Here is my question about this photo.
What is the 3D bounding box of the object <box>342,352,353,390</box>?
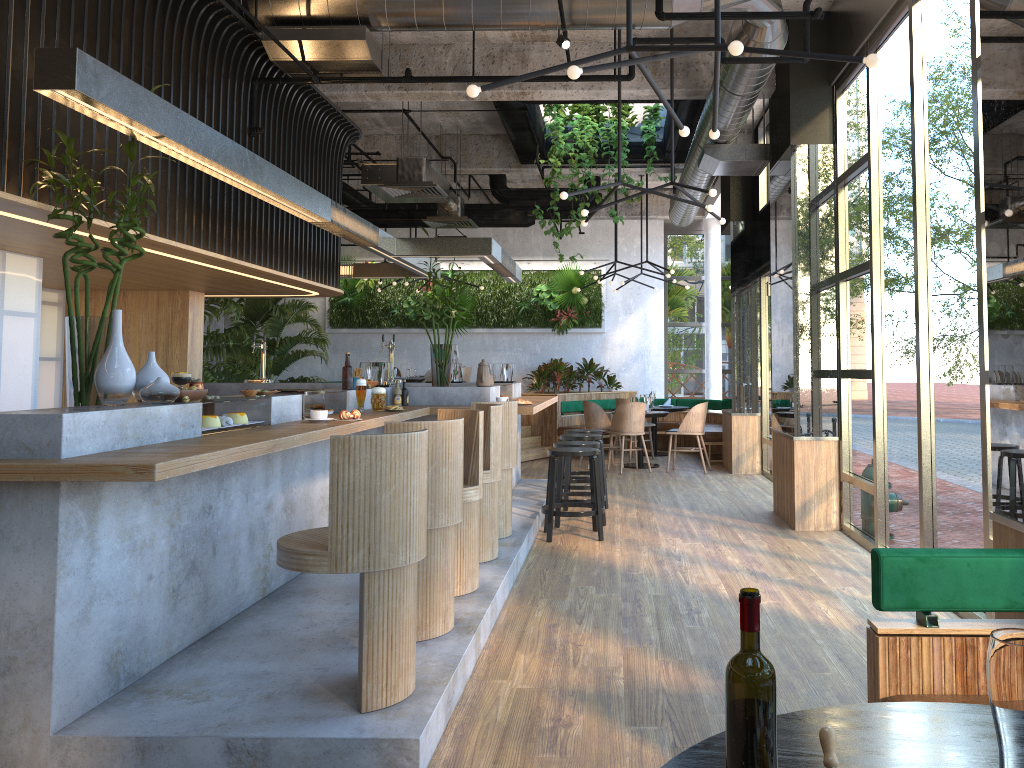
[{"bbox_3d":[-1.201,-0.097,6.485,0.071,0.277,0.078,-3,-4,40],"label":"object"}]

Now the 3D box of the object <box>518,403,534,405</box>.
[{"bbox_3d":[0.077,0.169,7.404,0.196,0.013,0.215,1,1,40],"label":"object"}]

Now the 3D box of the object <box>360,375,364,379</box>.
[{"bbox_3d":[-1.193,-0.024,7.112,0.161,0.107,0.086,0,-2,-40],"label":"object"}]

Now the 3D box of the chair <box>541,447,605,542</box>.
[{"bbox_3d":[0.494,0.879,7.179,0.516,0.698,0.512,0,-2,0],"label":"chair"}]

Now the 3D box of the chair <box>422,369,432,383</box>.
[{"bbox_3d":[-1.095,0.210,12.432,0.476,0.926,0.580,-2,-3,34],"label":"chair"}]

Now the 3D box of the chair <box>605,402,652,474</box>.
[{"bbox_3d":[1.543,0.695,11.751,0.511,0.926,0.540,1,-3,-16],"label":"chair"}]

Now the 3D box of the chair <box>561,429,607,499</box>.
[{"bbox_3d":[0.757,0.841,9.443,0.501,0.698,0.526,-1,-2,18],"label":"chair"}]

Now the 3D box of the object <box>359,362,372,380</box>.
[{"bbox_3d":[-1.217,-0.078,7.383,0.110,0.210,0.100,3,-4,-41],"label":"object"}]

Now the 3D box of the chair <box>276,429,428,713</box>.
[{"bbox_3d":[-0.603,0.662,3.365,0.536,0.972,0.557,0,-3,14],"label":"chair"}]

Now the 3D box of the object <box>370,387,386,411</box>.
[{"bbox_3d":[-0.962,0.107,6.378,0.111,0.172,0.136,0,-2,-2],"label":"object"}]

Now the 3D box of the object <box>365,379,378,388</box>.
[{"bbox_3d":[-1.157,-0.004,6.902,0.188,0.073,0.232,0,1,24],"label":"object"}]

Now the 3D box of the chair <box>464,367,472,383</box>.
[{"bbox_3d":[-0.943,0.169,14.881,0.555,0.926,0.498,0,-3,4],"label":"chair"}]

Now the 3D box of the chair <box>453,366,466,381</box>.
[{"bbox_3d":[-0.989,0.188,13.735,0.572,0.926,0.482,1,-3,-16],"label":"chair"}]

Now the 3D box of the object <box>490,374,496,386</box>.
[{"bbox_3d":[-0.195,-0.039,7.681,0.098,0.120,0.088,0,-2,13],"label":"object"}]

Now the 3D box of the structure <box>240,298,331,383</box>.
[{"bbox_3d":[-3.814,-0.612,14.693,1.902,3.267,1.615,0,-3,2],"label":"structure"}]

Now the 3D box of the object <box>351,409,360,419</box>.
[{"bbox_3d":[-0.926,0.180,5.221,0.061,0.059,0.073,0,-1,-5],"label":"object"}]

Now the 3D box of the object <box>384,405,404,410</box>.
[{"bbox_3d":[-0.842,0.173,6.324,0.092,0.041,0.148,0,1,38],"label":"object"}]

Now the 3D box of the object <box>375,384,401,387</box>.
[{"bbox_3d":[-1.124,0.016,7.498,0.271,0.019,0.439,0,1,5],"label":"object"}]

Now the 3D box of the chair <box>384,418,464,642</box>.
[{"bbox_3d":[-0.508,0.648,4.173,0.565,0.972,0.527,1,-3,-21],"label":"chair"}]

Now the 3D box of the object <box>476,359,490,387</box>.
[{"bbox_3d":[-0.239,-0.093,7.486,0.123,0.235,0.206,2,-2,-27],"label":"object"}]

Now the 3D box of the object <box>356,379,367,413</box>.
[{"bbox_3d":[-1.048,0.081,6.163,0.071,0.233,0.078,-2,-4,37],"label":"object"}]

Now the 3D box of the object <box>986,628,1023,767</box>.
[{"bbox_3d":[0.746,0.473,1.287,0.100,0.210,0.110,-2,-3,39],"label":"object"}]

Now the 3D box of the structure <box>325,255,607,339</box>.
[{"bbox_3d":[-0.834,-1.529,15.479,5.048,1.498,0.809,0,-3,0],"label":"structure"}]

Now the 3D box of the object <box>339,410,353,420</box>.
[{"bbox_3d":[-0.979,0.181,5.208,0.072,0.060,0.126,1,0,-26],"label":"object"}]

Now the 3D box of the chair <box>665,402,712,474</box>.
[{"bbox_3d":[2.327,0.694,11.735,0.542,0.926,0.509,-1,-3,19],"label":"chair"}]

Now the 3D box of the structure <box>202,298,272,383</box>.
[{"bbox_3d":[-4.044,-0.643,10.971,2.049,3.143,2.952,0,-2,16],"label":"structure"}]

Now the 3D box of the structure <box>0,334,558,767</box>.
[{"bbox_3d":[-2.815,0.379,6.407,5.822,1.734,7.144,0,1,4],"label":"structure"}]

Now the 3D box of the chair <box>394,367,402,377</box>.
[{"bbox_3d":[-1.786,0.208,12.587,0.511,0.926,0.540,1,-3,-16],"label":"chair"}]

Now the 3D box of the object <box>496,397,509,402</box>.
[{"bbox_3d":[0.020,0.141,7.272,0.174,0.073,0.435,0,1,40],"label":"object"}]

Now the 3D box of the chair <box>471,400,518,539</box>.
[{"bbox_3d":[-0.237,0.609,6.505,0.572,0.972,0.521,2,-3,-39],"label":"chair"}]

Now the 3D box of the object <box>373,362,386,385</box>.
[{"bbox_3d":[-1.101,-0.078,7.387,0.110,0.210,0.100,3,-4,-41],"label":"object"}]

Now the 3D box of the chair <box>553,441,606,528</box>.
[{"bbox_3d":[0.570,0.868,7.826,0.520,0.698,0.507,0,-2,-5],"label":"chair"}]

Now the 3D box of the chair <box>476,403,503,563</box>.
[{"bbox_3d":[-0.340,0.622,5.736,0.572,0.972,0.521,2,-3,-36],"label":"chair"}]

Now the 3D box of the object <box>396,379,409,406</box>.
[{"bbox_3d":[-0.913,0.071,7.278,0.067,0.215,0.170,-2,-2,30],"label":"object"}]

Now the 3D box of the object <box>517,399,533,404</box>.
[{"bbox_3d":[0.074,0.149,7.412,0.160,0.053,0.155,0,1,-41],"label":"object"}]

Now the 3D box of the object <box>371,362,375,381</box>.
[{"bbox_3d":[-1.150,-0.080,7.509,0.100,0.210,0.110,-2,-3,39],"label":"object"}]

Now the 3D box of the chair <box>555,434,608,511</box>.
[{"bbox_3d":[0.675,0.853,8.733,0.522,0.698,0.506,0,-2,-7],"label":"chair"}]

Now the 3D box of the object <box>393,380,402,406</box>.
[{"bbox_3d":[-0.931,0.075,7.206,0.073,0.211,0.067,2,-4,-29],"label":"object"}]

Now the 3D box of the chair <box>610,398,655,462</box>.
[{"bbox_3d":[1.793,0.669,13.249,0.583,0.926,0.473,2,-3,-41],"label":"chair"}]

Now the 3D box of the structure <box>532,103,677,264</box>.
[{"bbox_3d":[0.709,-2.632,10.615,1.533,2.354,3.114,-2,-2,41],"label":"structure"}]

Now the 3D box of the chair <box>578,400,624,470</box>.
[{"bbox_3d":[1.236,0.686,12.250,0.572,0.926,0.482,1,-3,-16],"label":"chair"}]

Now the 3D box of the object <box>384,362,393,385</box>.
[{"bbox_3d":[-1.078,-0.082,7.616,0.110,0.210,0.100,3,-4,-41],"label":"object"}]

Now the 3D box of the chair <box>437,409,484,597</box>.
[{"bbox_3d":[-0.437,0.636,4.923,0.526,0.972,0.566,-1,-3,28],"label":"chair"}]

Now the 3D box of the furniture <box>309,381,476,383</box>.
[{"bbox_3d":[-2.122,0.529,12.995,2.844,1.139,4.573,0,1,-31],"label":"furniture"}]

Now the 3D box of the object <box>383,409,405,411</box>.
[{"bbox_3d":[-0.839,0.188,6.325,0.155,0.013,0.144,0,1,-25],"label":"object"}]

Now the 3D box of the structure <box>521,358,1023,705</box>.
[{"bbox_3d":[-0.530,0.486,5.459,6.004,1.552,20.171,0,1,6],"label":"structure"}]

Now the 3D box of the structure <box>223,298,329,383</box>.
[{"bbox_3d":[-4.034,-0.709,14.311,1.417,3.372,2.068,-1,-3,20],"label":"structure"}]

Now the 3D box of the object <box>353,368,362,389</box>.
[{"bbox_3d":[-1.178,-0.043,6.649,0.103,0.162,0.107,-2,-3,39],"label":"object"}]

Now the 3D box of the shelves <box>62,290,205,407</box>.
[{"bbox_3d":[-3.317,0.196,7.722,1.108,2.063,0.280,0,-4,2],"label":"shelves"}]
